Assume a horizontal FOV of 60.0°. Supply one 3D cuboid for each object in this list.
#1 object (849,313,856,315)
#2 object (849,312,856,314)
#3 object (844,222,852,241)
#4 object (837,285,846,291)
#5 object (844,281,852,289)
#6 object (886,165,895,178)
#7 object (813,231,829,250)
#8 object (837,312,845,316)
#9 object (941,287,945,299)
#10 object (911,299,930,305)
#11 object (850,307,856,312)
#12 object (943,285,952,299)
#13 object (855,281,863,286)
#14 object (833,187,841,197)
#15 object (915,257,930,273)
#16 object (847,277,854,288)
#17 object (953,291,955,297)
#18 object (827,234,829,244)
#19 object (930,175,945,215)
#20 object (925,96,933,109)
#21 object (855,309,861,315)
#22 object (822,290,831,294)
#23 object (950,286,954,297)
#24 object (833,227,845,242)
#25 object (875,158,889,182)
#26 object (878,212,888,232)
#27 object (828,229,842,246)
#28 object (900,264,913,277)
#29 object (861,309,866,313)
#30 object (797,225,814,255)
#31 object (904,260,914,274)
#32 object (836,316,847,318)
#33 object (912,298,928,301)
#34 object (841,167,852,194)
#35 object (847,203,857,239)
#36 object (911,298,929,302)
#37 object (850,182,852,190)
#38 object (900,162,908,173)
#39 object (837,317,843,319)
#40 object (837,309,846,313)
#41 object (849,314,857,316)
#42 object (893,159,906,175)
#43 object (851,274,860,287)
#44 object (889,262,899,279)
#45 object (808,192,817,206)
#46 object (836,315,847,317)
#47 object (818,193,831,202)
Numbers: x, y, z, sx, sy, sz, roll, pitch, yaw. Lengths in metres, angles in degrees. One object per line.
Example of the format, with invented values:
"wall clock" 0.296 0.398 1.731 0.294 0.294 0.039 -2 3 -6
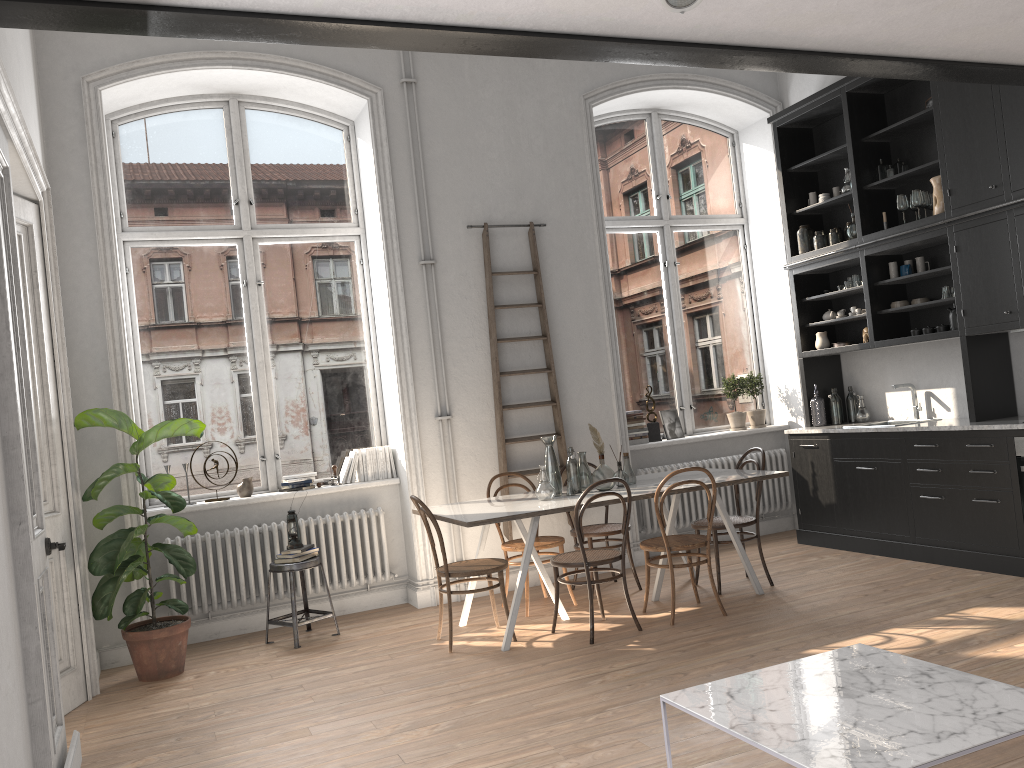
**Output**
"object" 2.731 -0.557 7.069 0.085 0.016 0.085 -6 -1 9
"object" 2.730 -0.564 7.071 0.085 0.016 0.085 -7 -2 18
"object" 2.728 -1.205 7.120 0.092 0.184 0.092 -6 -1 -8
"object" 2.661 -0.769 7.154 0.071 0.047 0.071 -6 -1 15
"object" 2.686 -0.785 7.075 0.064 0.069 0.064 -7 -1 25
"object" 2.829 -1.576 6.621 0.053 0.125 0.041 -7 -1 34
"object" 2.519 -1.165 7.237 0.114 0.155 0.114 -6 -1 -19
"object" 2.679 -0.562 7.216 0.056 0.033 0.058 -7 -2 42
"object" 3.070 -0.641 6.288 0.058 0.094 0.058 -6 -1 17
"object" 3.040 -0.601 6.595 0.132 0.038 0.132 -7 -2 25
"object" 2.727 -0.588 7.076 0.039 0.055 0.049 -6 -1 -2
"object" 3.052 -0.641 6.218 0.058 0.094 0.058 -6 -1 17
"object" 2.725 -0.781 6.942 0.071 0.047 0.071 -6 -1 15
"object" 2.675 -1.549 7.284 0.059 0.135 0.082 -6 -1 0
"object" 3.028 -0.869 6.544 0.059 0.135 0.082 -5 -1 -40
"object" 2.737 -0.808 7.154 0.060 0.107 0.060 -7 -1 35
"object" 3.087 -0.679 6.132 0.083 0.158 0.083 -5 -1 -38
"object" 2.679 -1.177 7.430 0.114 0.155 0.114 -7 -1 23
"object" 2.949 -1.296 6.119 0.094 0.267 0.116 -6 -1 19
"object" 2.985 -1.971 6.274 0.056 0.121 0.167 -6 -1 2
"object" 2.734 -0.566 7.007 0.049 0.054 0.039 -6 -1 3
"object" 2.642 -0.759 7.443 0.071 0.047 0.071 -6 -1 15
"object" 3.158 -0.649 6.340 0.058 0.094 0.058 -7 -2 44
"object" 2.681 -1.190 7.292 0.092 0.184 0.092 -7 -1 33
"object" 2.802 -1.609 6.708 0.084 0.199 0.065 -6 -1 -1
"object" 2.798 -1.213 6.646 0.123 0.161 0.123 -6 -1 -14
"object" 2.608 -1.173 7.164 0.096 0.150 0.097 -5 -1 -34
"object" 2.926 -0.835 6.583 0.082 0.093 0.140 -7 -2 32
"object" 2.787 -0.570 6.989 0.049 0.041 0.056 -7 -2 40
"object" 2.443 -1.195 7.362 0.118 0.238 0.118 -5 -1 -37
"object" 2.981 -0.861 6.675 0.082 0.135 0.059 -6 -1 5
"object" 2.683 -0.542 7.215 0.085 0.015 0.085 -6 -1 -9
"object" 3.038 -0.616 6.595 0.112 0.036 0.112 -7 -2 20
"object" 2.666 -1.598 7.014 0.132 0.219 0.132 -7 -2 42
"object" 2.640 -1.290 6.843 0.134 0.357 0.134 -7 -1 22
"object" 3.039 -0.609 6.595 0.123 0.036 0.124 -5 -2 -35
"object" 2.678 -1.663 6.884 0.123 0.340 0.118 -6 -1 -4
"object" 2.913 -1.585 6.587 0.044 0.121 0.058 -6 -1 4
"object" 2.683 -0.535 7.215 0.085 0.015 0.085 -6 -1 -9
"object" 2.677 -0.582 7.216 0.055 0.047 0.058 -6 -1 -8
"object" 2.732 -0.544 7.069 0.085 0.015 0.085 -5 -2 -36
"object" 2.928 -1.612 6.694 0.065 0.177 0.084 -6 -1 -1
"object" 2.723 -0.810 7.013 0.060 0.107 0.060 -6 -1 5
"object" 2.884 -0.849 6.692 0.059 0.135 0.082 -7 -1 35
"object" 2.518 -1.529 7.416 0.059 0.135 0.082 -6 -1 5
"object" 2.681 -0.548 7.217 0.085 0.017 0.085 -5 -2 -27
"object" 2.583 -1.518 7.325 0.096 0.095 0.096 -6 -1 12
